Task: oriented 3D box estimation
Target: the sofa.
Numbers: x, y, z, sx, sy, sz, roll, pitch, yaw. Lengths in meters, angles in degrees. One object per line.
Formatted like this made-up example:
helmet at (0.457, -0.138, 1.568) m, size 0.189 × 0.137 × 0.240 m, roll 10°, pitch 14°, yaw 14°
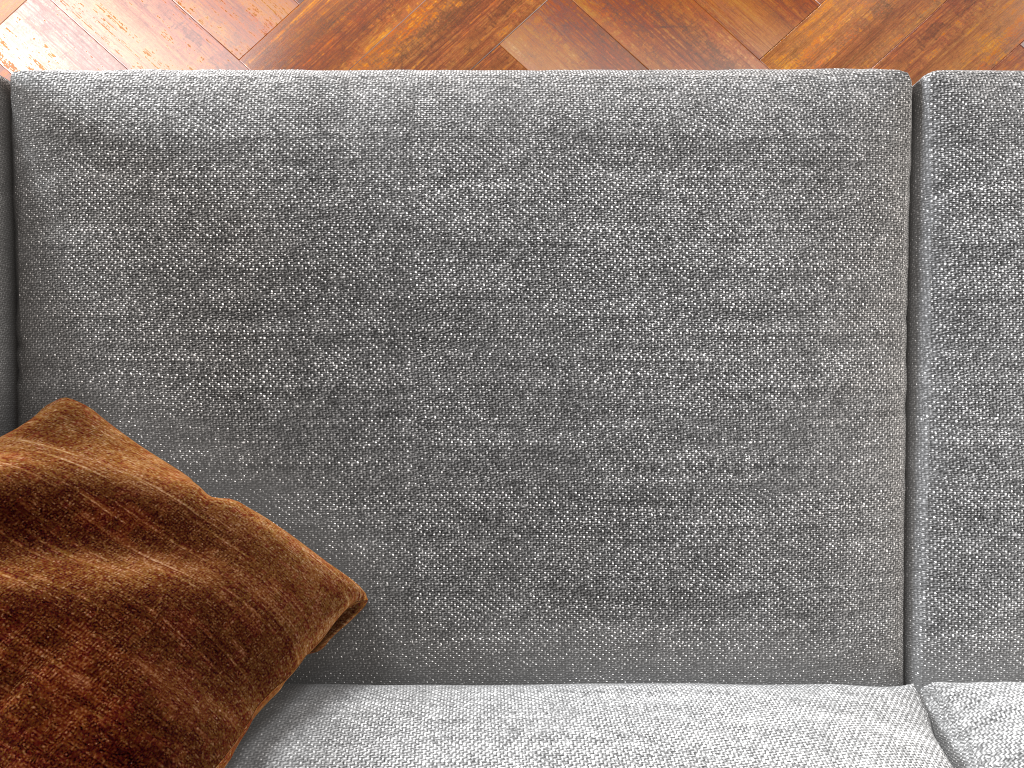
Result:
sofa at (0.447, 0.189, 1.187) m, size 2.383 × 0.828 × 1.262 m, roll 0°, pitch 91°, yaw 0°

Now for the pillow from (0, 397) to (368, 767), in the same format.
pillow at (-0.398, 0.257, 0.992) m, size 0.440 × 0.396 × 0.318 m, roll 38°, pitch 90°, yaw 0°
